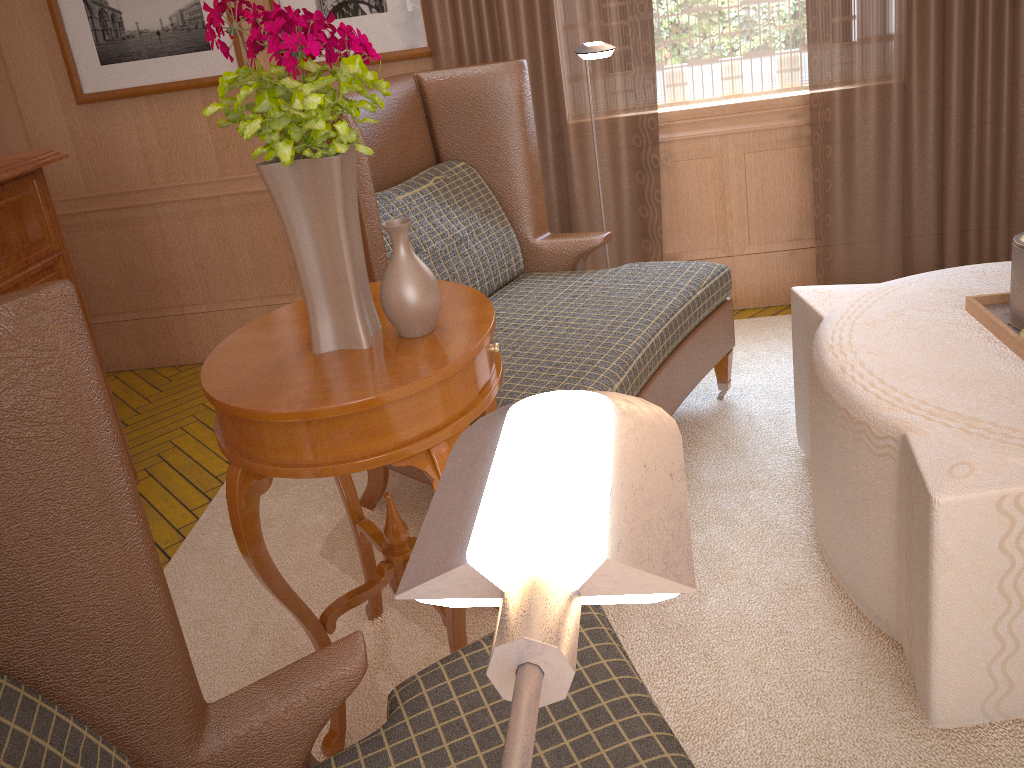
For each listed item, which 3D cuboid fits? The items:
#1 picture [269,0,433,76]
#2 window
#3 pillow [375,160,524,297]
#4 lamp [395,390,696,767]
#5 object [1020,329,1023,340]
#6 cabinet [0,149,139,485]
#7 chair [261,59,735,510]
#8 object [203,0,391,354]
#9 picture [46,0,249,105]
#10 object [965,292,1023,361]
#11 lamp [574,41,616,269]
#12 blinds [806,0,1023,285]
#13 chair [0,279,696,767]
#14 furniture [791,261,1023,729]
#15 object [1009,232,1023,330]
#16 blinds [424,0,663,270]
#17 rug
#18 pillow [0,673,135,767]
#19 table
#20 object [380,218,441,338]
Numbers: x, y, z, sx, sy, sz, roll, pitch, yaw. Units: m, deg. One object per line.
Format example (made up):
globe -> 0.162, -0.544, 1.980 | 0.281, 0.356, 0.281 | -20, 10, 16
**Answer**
picture -> -1.073, -2.659, 5.607 | 1.048, 1.204, 0.049 | -6, 19, 7
window -> 1.248, -3.466, 5.602 | 2.429, 3.257, 0.880 | -6, 19, 7
pillow -> -0.447, -0.693, 4.491 | 0.540, 0.681, 1.113 | 4, 26, 29
lamp -> 0.102, 1.067, 0.758 | 0.570, 1.958, 0.646 | -16, 21, -21
object -> 1.806, -0.126, 2.933 | 0.194, 0.123, 0.138 | 3, 24, 25
cabinet -> -2.772, 0.423, 3.240 | 1.414, 1.871, 2.883 | -6, 23, 7
chair -> -0.049, -0.500, 4.319 | 1.726, 1.903, 1.979 | 5, 25, 30
object -> -0.573, -0.642, 2.626 | 0.524, 1.050, 0.474 | -7, 20, 5
picture -> -2.439, -2.532, 5.761 | 1.247, 1.204, 0.049 | -6, 19, 7
object -> 2.155, -0.213, 3.116 | 0.799, 0.058, 0.666 | -5, 24, 7
lamp -> 0.573, -0.853, 4.835 | 0.573, 1.953, 0.642 | -20, 22, -29
blinds -> 2.435, -2.740, 5.182 | 1.445, 4.617, 0.277 | -7, 19, 5
chair -> -0.268, 0.936, 1.230 | 1.735, 1.903, 1.970 | -15, 23, -16
furniture -> 2.140, 0.228, 3.272 | 1.947, 0.868, 2.032 | -7, 23, 4
object -> 1.923, -0.396, 3.152 | 0.238, 0.378, 0.240 | -18, 23, -24
blinds -> 0.139, -2.521, 5.441 | 1.426, 4.627, 0.277 | -6, 19, 8
rug -> 1.212, 1.318, 2.252 | 5.985, 0.019, 8.293 | -5, 24, 7
pillow -> -0.693, 0.909, 1.046 | 0.542, 0.681, 1.108 | -15, 24, -16
table -> -0.420, 0.459, 3.035 | 0.924, 1.323, 1.081 | -3, 22, 14
object -> -0.323, -0.327, 2.709 | 0.187, 0.345, 0.191 | 8, 26, 38
